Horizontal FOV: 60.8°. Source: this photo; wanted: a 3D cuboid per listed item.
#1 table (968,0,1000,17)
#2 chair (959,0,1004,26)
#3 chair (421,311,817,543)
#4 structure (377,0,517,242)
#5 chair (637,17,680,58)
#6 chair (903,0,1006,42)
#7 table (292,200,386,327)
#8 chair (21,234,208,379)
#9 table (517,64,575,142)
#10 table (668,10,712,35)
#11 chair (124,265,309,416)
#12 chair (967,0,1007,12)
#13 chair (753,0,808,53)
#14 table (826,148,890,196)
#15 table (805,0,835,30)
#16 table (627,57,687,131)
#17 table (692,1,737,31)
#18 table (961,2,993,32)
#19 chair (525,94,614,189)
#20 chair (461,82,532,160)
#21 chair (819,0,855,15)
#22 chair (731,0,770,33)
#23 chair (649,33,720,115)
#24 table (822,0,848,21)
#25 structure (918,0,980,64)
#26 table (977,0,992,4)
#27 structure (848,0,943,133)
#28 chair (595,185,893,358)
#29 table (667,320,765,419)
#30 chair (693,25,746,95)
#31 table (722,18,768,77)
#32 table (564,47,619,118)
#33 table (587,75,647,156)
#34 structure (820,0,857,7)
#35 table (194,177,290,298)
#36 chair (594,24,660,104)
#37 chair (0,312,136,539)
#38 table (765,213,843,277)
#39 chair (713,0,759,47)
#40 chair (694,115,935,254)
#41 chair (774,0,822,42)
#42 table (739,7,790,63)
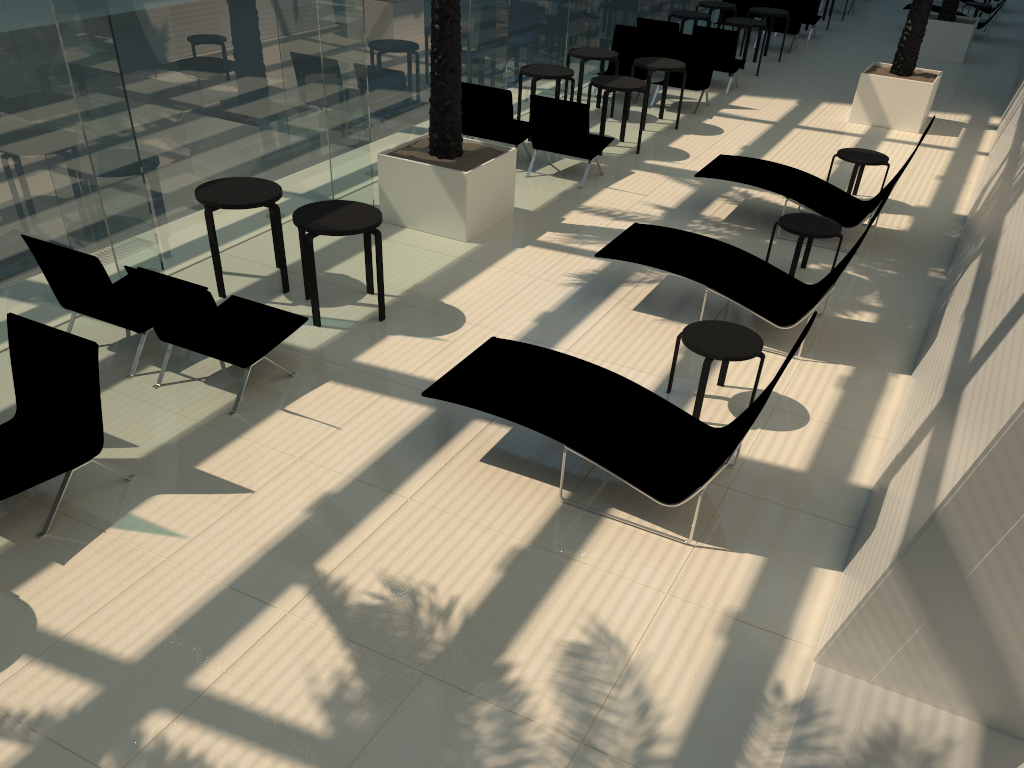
[{"bbox_3d":[11.674,-9.394,21.533,0.549,0.561,0.512,-9,36,-18],"label":"table"},{"bbox_3d":[10.809,-9.291,20.637,1.999,1.254,0.862,17,37,20],"label":"chair"},{"bbox_3d":[0.561,0.015,5.221,1.999,1.254,0.862,17,37,20],"label":"chair"},{"bbox_3d":[-0.573,-4.738,6.641,4.766,7.593,4.129,14,37,16],"label":"structure"},{"bbox_3d":[2.462,-5.476,14.194,0.702,0.962,0.830,19,37,21],"label":"chair"},{"bbox_3d":[9.610,-8.203,18.834,1.999,1.254,0.862,17,37,20],"label":"chair"},{"bbox_3d":[-1.356,-0.954,6.931,0.671,0.846,0.631,-12,38,-21],"label":"table"},{"bbox_3d":[-2.791,-0.705,6.291,0.702,0.962,0.830,19,37,21],"label":"chair"},{"bbox_3d":[0.427,-3.612,11.222,0.671,0.846,0.631,-12,38,-21],"label":"table"},{"bbox_3d":[3.040,-5.986,15.153,0.671,0.846,0.631,-12,38,-21],"label":"table"},{"bbox_3d":[-1.966,-0.455,5.984,0.702,0.962,0.830,19,37,21],"label":"chair"},{"bbox_3d":[12.007,-10.380,22.440,1.999,1.254,0.862,17,37,20],"label":"chair"},{"bbox_3d":[5.113,-6.899,16.658,0.702,0.962,0.830,19,37,21],"label":"chair"},{"bbox_3d":[3.861,-2.298,9.780,0.547,0.561,0.514,-12,37,-21],"label":"table"},{"bbox_3d":[6.528,-8.114,18.790,0.671,0.846,0.631,-12,38,-21],"label":"table"},{"bbox_3d":[1.960,-3.956,11.904,0.674,0.846,0.628,-9,37,-18],"label":"table"},{"bbox_3d":[3.731,-6.604,16.178,0.674,0.846,0.628,-9,37,-18],"label":"table"},{"bbox_3d":[10.475,-8.306,19.730,0.549,0.561,0.512,-9,36,-18],"label":"table"},{"bbox_3d":[0.686,-2.863,9.974,0.702,0.962,0.830,19,37,21],"label":"chair"},{"bbox_3d":[-0.139,-3.113,10.280,0.702,0.962,0.830,19,37,21],"label":"chair"},{"bbox_3d":[7.813,-9.351,20.719,0.702,0.962,0.830,19,37,21],"label":"chair"},{"bbox_3d":[5.097,-7.869,18.158,0.702,0.962,0.830,19,37,21],"label":"chair"},{"bbox_3d":[2.484,-4.511,12.702,0.702,0.962,0.830,19,37,21],"label":"chair"},{"bbox_3d":[7.289,-8.796,19.920,0.674,0.846,0.628,-9,37,-18],"label":"table"},{"bbox_3d":[8.471,-9.493,15.075,4.638,7.391,3.930,6,35,3],"label":"structure"},{"bbox_3d":[12.873,-10.483,23.337,0.549,0.561,0.512,-9,36,-18],"label":"table"},{"bbox_3d":[5.858,-6.925,10.781,4.556,7.457,4.006,-15,39,-25],"label":"structure"},{"bbox_3d":[1.797,-1.107,7.080,1.999,1.254,0.862,17,37,20],"label":"chair"},{"bbox_3d":[1.426,-0.087,6.118,0.549,0.561,0.512,-9,36,-18],"label":"table"},{"bbox_3d":[3.288,-5.226,13.887,0.702,0.962,0.830,19,37,21],"label":"chair"},{"bbox_3d":[3.898,-5.726,14.834,0.671,0.846,0.631,-12,38,-21],"label":"table"},{"bbox_3d":[1.102,-4.216,12.222,0.674,0.846,0.628,-9,37,-18],"label":"table"},{"bbox_3d":[1.285,-3.353,10.903,0.671,0.846,0.631,-12,38,-21],"label":"table"},{"bbox_3d":[8.343,-12.841,20.062,4.280,7.593,4.604,-27,45,-36],"label":"structure"},{"bbox_3d":[-2.214,-1.214,7.250,0.671,0.846,0.631,-12,38,-21],"label":"table"},{"bbox_3d":[1.658,-4.761,13.009,0.702,0.962,0.830,19,37,21],"label":"chair"},{"bbox_3d":[-2.770,0.260,4.799,0.702,0.962,0.830,19,37,21],"label":"chair"},{"bbox_3d":[2.662,-1.210,7.977,0.549,0.561,0.512,-9,36,-18],"label":"table"},{"bbox_3d":[4.288,-7.149,16.964,0.702,0.962,0.830,19,37,21],"label":"chair"},{"bbox_3d":[2.995,-2.196,8.883,1.999,1.254,0.862,17,37,20],"label":"chair"},{"bbox_3d":[5.923,-7.619,17.852,0.702,0.962,0.830,19,37,21],"label":"chair"},{"bbox_3d":[4.589,-6.344,15.859,0.674,0.846,0.628,-9,37,-18],"label":"table"}]
